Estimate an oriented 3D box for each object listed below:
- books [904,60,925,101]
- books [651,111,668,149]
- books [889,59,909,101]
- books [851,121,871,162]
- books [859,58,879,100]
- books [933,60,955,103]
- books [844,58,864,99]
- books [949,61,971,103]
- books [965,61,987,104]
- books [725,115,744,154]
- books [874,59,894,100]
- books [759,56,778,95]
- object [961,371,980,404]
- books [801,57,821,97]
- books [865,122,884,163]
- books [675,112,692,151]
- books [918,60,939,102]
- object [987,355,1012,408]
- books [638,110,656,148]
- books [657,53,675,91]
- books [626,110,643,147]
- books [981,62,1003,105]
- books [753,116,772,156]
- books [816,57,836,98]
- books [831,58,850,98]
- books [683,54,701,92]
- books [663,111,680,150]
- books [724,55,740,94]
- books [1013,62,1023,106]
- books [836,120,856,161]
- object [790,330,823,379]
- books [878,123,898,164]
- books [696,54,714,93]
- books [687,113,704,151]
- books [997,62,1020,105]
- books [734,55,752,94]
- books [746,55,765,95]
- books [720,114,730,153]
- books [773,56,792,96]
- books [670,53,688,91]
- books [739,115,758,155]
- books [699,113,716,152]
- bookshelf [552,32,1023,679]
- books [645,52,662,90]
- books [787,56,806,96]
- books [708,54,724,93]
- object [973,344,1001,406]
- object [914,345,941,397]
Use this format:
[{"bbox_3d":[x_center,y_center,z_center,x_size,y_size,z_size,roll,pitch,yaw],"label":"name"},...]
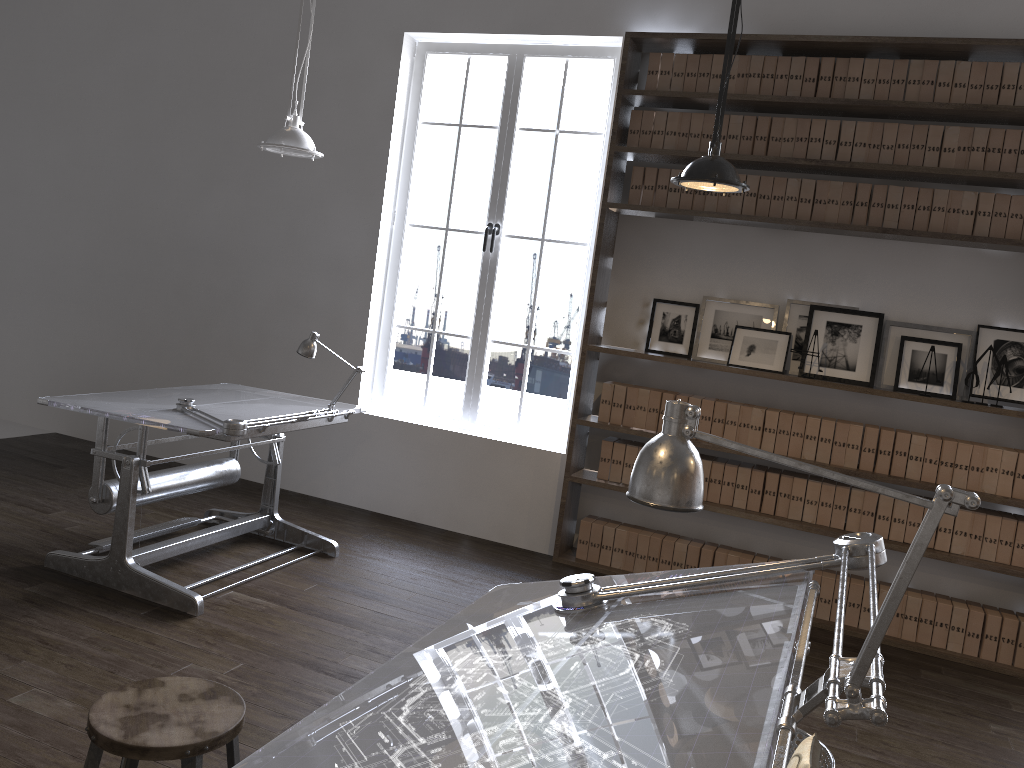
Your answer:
[{"bbox_3d":[2.045,-1.514,4.510,0.067,0.225,0.175,9,4,21],"label":"books"},{"bbox_3d":[0.843,-1.404,4.983,0.067,0.225,0.175,9,4,21],"label":"books"},{"bbox_3d":[1.977,-1.526,4.538,0.067,0.225,0.175,9,4,21],"label":"books"},{"bbox_3d":[1.812,-1.233,4.602,0.067,0.225,0.175,9,4,21],"label":"books"},{"bbox_3d":[1.848,-1.548,4.587,0.067,0.225,0.174,9,4,21],"label":"books"},{"bbox_3d":[2.168,-1.491,4.456,0.067,0.225,0.175,9,4,21],"label":"books"},{"bbox_3d":[1.780,-1.560,4.610,0.067,0.225,0.175,9,4,21],"label":"books"},{"bbox_3d":[2.236,-1.480,4.433,0.067,0.225,0.174,9,4,21],"label":"books"},{"bbox_3d":[2.302,-1.469,4.411,0.067,0.225,0.174,9,4,21],"label":"books"},{"bbox_3d":[1.222,-1.337,4.834,0.067,0.225,0.174,9,4,21],"label":"books"},{"bbox_3d":[1.913,-1.537,4.565,0.067,0.225,0.174,9,4,21],"label":"books"},{"bbox_3d":[1.388,-1.630,4.771,0.067,0.225,0.175,9,4,21],"label":"books"},{"bbox_3d":[2.231,0.017,4.305,0.066,0.165,0.040,9,4,21],"label":"object"},{"bbox_3d":[1.585,-1.595,4.694,0.067,0.225,0.175,9,4,21],"label":"books"},{"bbox_3d":[1.871,-1.223,4.580,0.067,0.225,0.175,9,4,21],"label":"books"},{"bbox_3d":[0.969,-1.382,4.937,0.067,0.225,0.175,9,4,21],"label":"books"},{"bbox_3d":[2.102,-1.503,4.482,0.067,0.225,0.175,9,4,21],"label":"books"},{"bbox_3d":[2.380,-0.013,4.314,0.111,0.261,0.040,9,4,21],"label":"object"},{"bbox_3d":[0.780,-1.415,5.012,0.067,0.225,0.175,9,4,21],"label":"books"},{"bbox_3d":[0.878,-1.719,4.967,0.067,0.225,0.175,9,4,21],"label":"books"},{"bbox_3d":[0.717,-1.427,5.039,0.067,0.225,0.174,9,4,21],"label":"books"},{"bbox_3d":[2.365,-1.457,4.384,0.067,0.225,0.175,9,4,21],"label":"books"},{"bbox_3d":[1.356,-1.313,4.780,0.067,0.225,0.175,9,4,21],"label":"books"},{"bbox_3d":[1.651,-1.583,4.662,0.067,0.225,0.175,9,4,21],"label":"books"},{"bbox_3d":[1.722,-1.571,4.640,0.067,0.225,0.175,9,4,21],"label":"books"},{"bbox_3d":[1.012,-1.696,4.922,0.067,0.225,0.174,9,4,21],"label":"books"},{"bbox_3d":[0.911,-1.392,4.958,0.067,0.225,0.175,9,4,21],"label":"books"},{"bbox_3d":[1.206,-1.661,4.841,0.067,0.225,0.175,9,4,21],"label":"books"},{"bbox_3d":[2.496,-1.434,4.330,0.067,0.225,0.175,9,4,21],"label":"books"},{"bbox_3d":[1.745,-1.245,4.626,0.067,0.225,0.175,9,4,21],"label":"books"},{"bbox_3d":[1.534,-0.157,4.596,0.175,0.259,0.040,9,4,21],"label":"object"},{"bbox_3d":[1.930,-1.212,4.552,0.067,0.225,0.175,9,4,21],"label":"books"},{"bbox_3d":[1.075,-1.685,4.894,0.067,0.225,0.175,9,4,21],"label":"books"},{"bbox_3d":[1.029,-1.371,4.908,0.067,0.225,0.175,9,4,21],"label":"books"},{"bbox_3d":[2.429,-1.446,4.355,0.067,0.225,0.175,9,4,21],"label":"books"},{"bbox_3d":[1.264,-1.651,4.819,0.067,0.225,0.175,9,4,21],"label":"books"},{"bbox_3d":[1.324,-1.640,4.791,0.067,0.225,0.175,9,4,21],"label":"books"},{"bbox_3d":[1.159,-1.348,4.863,0.067,0.225,0.174,9,4,21],"label":"books"},{"bbox_3d":[1.454,-1.618,4.746,0.067,0.225,0.174,9,4,21],"label":"books"},{"bbox_3d":[0.946,-1.707,4.943,0.067,0.225,0.174,9,4,21],"label":"books"},{"bbox_3d":[1.289,-1.325,4.812,0.067,0.225,0.175,9,4,21],"label":"books"},{"bbox_3d":[1.093,-1.360,4.889,0.067,0.225,0.175,9,4,21],"label":"books"},{"bbox_3d":[1.594,0.080,4.739,2.480,3.712,0.412,9,4,21],"label":"bookshelf"},{"bbox_3d":[0.812,-1.731,4.993,0.067,0.225,0.175,9,4,21],"label":"books"},{"bbox_3d":[1.517,-1.606,4.716,0.067,0.225,0.174,9,4,21],"label":"books"},{"bbox_3d":[1.139,-1.673,4.865,0.067,0.225,0.175,9,4,21],"label":"books"},{"bbox_3d":[2.309,-0.044,4.312,0.118,0.303,0.040,9,4,21],"label":"object"},{"bbox_3d":[2.071,-0.062,4.397,0.124,0.259,0.040,9,4,21],"label":"object"}]
